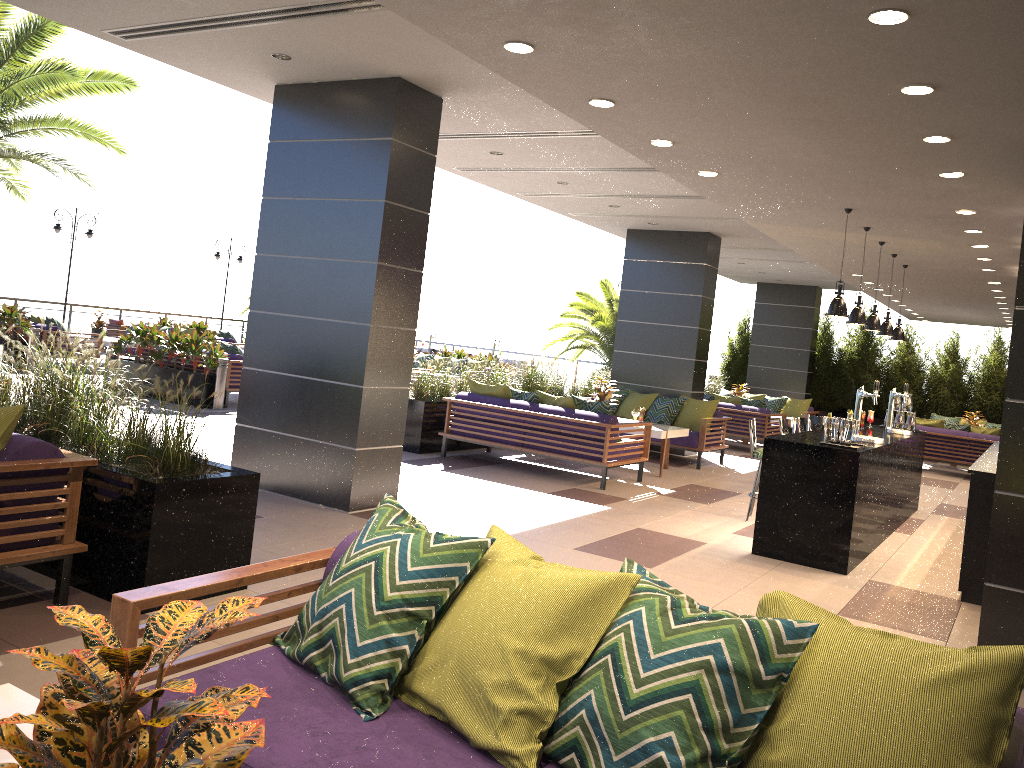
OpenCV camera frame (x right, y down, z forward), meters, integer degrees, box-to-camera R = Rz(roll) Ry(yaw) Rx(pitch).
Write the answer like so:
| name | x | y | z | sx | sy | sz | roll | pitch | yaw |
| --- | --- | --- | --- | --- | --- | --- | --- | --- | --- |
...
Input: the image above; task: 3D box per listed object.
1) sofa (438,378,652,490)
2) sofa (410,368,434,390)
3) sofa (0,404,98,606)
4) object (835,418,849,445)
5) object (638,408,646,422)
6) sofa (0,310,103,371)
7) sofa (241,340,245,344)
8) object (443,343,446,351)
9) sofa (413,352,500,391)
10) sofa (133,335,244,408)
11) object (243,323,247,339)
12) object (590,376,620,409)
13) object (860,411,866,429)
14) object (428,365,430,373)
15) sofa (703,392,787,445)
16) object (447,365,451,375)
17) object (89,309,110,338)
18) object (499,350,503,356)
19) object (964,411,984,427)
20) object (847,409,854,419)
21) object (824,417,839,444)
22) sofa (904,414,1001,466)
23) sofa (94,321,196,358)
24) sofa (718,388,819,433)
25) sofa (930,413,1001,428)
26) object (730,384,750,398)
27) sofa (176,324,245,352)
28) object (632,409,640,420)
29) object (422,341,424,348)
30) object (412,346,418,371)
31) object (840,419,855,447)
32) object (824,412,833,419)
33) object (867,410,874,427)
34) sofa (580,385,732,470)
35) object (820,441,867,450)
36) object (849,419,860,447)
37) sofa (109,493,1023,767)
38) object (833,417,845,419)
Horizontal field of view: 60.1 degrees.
| name | x | y | z | sx | sy | sz | roll | pitch | yaw |
| --- | --- | --- | --- | --- | --- | --- | --- | --- | --- |
| sofa | 0.376 | 0.507 | 10.007 | 2.133 | 0.920 | 1.116 | 8 | 2 | 31 |
| sofa | -2.649 | -0.193 | 16.671 | 2.133 | 0.920 | 1.116 | 8 | 2 | 31 |
| sofa | -3.119 | 0.419 | 4.138 | 2.133 | 0.920 | 1.116 | 8 | 2 | 31 |
| object | 2.553 | 0.373 | 6.864 | 0.106 | 0.209 | 0.105 | 7 | 0 | 36 |
| object | 1.661 | 0.394 | 11.309 | 0.066 | 0.190 | 0.085 | 7 | 0 | -34 |
| sofa | -8.396 | -0.798 | 15.689 | 2.133 | 0.920 | 1.116 | 8 | 2 | 31 |
| sofa | -5.275 | -0.722 | 20.953 | 2.133 | 0.920 | 1.116 | 8 | 2 | 31 |
| object | -1.724 | -0.961 | 22.742 | 0.069 | 0.211 | 0.068 | 6 | 0 | 14 |
| sofa | -1.464 | -0.163 | 18.651 | 2.133 | 0.920 | 1.116 | 8 | 2 | 31 |
| sofa | -4.585 | -0.240 | 13.388 | 2.133 | 0.920 | 1.116 | 8 | 2 | 31 |
| object | -5.892 | -1.097 | 19.924 | 0.423 | 0.526 | 0.431 | 6 | 1 | -32 |
| object | 1.149 | 0.170 | 11.250 | 0.432 | 0.526 | 0.423 | 7 | 1 | 43 |
| object | 3.722 | 0.379 | 9.441 | 0.084 | 0.190 | 0.067 | 6 | 0 | -34 |
| object | -1.609 | -0.282 | 17.076 | 0.069 | 0.181 | 0.068 | 7 | 0 | 19 |
| sofa | 3.533 | 0.586 | 15.307 | 2.133 | 0.920 | 1.116 | 8 | 2 | 31 |
| object | -1.255 | -0.280 | 17.636 | 0.105 | 0.197 | 0.106 | 6 | 0 | -26 |
| object | -7.776 | -1.138 | 16.649 | 0.429 | 0.526 | 0.426 | 6 | 1 | -27 |
| object | -0.284 | -0.743 | 21.868 | 0.069 | 0.198 | 0.082 | 7 | 0 | -23 |
| object | 8.238 | 0.738 | 15.802 | 0.423 | 0.526 | 0.432 | 6 | 1 | -42 |
| object | 3.379 | 0.361 | 8.856 | 0.069 | 0.211 | 0.068 | 6 | 0 | 14 |
| object | 2.443 | 0.365 | 6.782 | 0.106 | 0.209 | 0.105 | 7 | 0 | 36 |
| sofa | 7.586 | 1.081 | 14.710 | 2.133 | 0.920 | 1.116 | 8 | 2 | 31 |
| sofa | -7.211 | -0.768 | 17.670 | 2.133 | 0.920 | 1.116 | 8 | 2 | 31 |
| sofa | 4.844 | 0.619 | 17.509 | 2.133 | 0.920 | 1.116 | 8 | 2 | 31 |
| sofa | 8.897 | 1.114 | 16.912 | 2.133 | 0.920 | 1.116 | 8 | 2 | 31 |
| object | 4.235 | 0.247 | 16.438 | 0.423 | 0.526 | 0.432 | 6 | 1 | -42 |
| sofa | -6.467 | -0.753 | 18.977 | 2.133 | 0.920 | 1.116 | 8 | 2 | 31 |
| object | 1.498 | 0.401 | 10.748 | 0.105 | 0.197 | 0.106 | 6 | 0 | -31 |
| object | -2.325 | -1.034 | 23.104 | 0.069 | 0.181 | 0.069 | 7 | 0 | 3 |
| object | -2.037 | -0.533 | 17.608 | 0.426 | 0.526 | 0.429 | 7 | 1 | 43 |
| object | 2.545 | 0.379 | 6.729 | 0.106 | 0.209 | 0.105 | 7 | 0 | 36 |
| object | 2.873 | 0.355 | 8.008 | 0.105 | 0.197 | 0.106 | 6 | 0 | -31 |
| object | 4.034 | 0.392 | 9.958 | 0.069 | 0.181 | 0.069 | 7 | 0 | 3 |
| sofa | 1.881 | 0.545 | 12.535 | 2.133 | 0.920 | 1.116 | 8 | 2 | 31 |
| object | 2.563 | 0.471 | 6.846 | 0.273 | 0.018 | 0.436 | 8 | 4 | 31 |
| object | 2.659 | 0.382 | 6.927 | 0.106 | 0.209 | 0.105 | 7 | 0 | 36 |
| sofa | 0.119 | 0.894 | 2.182 | 2.133 | 0.920 | 1.116 | 8 | 2 | 31 |
| object | 2.573 | 0.368 | 6.992 | 0.106 | 0.209 | 0.105 | 7 | 0 | 36 |
